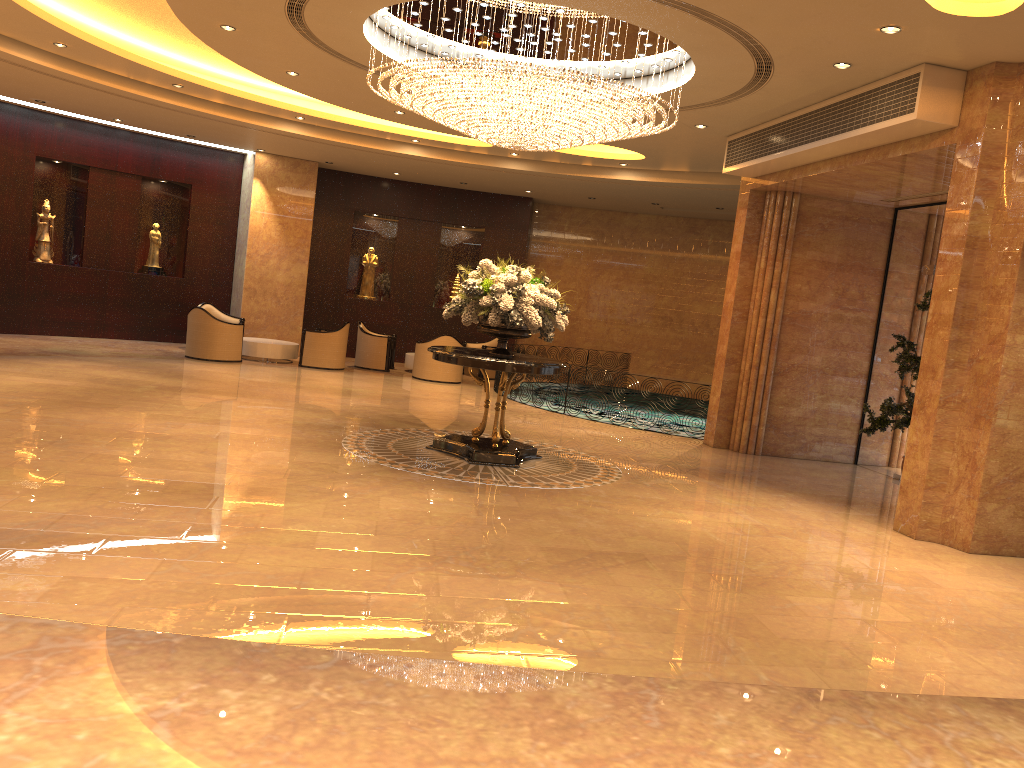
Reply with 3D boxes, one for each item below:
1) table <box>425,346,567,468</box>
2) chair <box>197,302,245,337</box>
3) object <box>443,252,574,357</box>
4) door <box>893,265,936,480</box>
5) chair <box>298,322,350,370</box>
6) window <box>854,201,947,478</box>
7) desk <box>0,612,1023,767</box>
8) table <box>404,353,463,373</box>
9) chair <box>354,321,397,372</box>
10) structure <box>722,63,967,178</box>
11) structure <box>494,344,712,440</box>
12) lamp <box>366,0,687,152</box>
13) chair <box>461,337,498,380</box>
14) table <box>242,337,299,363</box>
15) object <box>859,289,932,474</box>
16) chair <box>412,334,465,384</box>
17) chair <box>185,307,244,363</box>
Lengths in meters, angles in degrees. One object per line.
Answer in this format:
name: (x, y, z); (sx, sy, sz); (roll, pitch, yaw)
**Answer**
table: (-0.218, 0.223, 9.482); (1.493, 1.089, 1.493); (5, 6, -18)
chair: (-5.789, -1.101, 17.299); (0.769, 0.916, 0.951); (11, 7, 38)
object: (-0.067, -0.802, 9.360); (1.277, 0.999, 1.318); (9, 6, 19)
door: (5.275, -0.044, 10.505); (0.195, 2.758, 1.880); (6, 5, -11)
chair: (-3.488, -0.763, 16.702); (0.769, 0.916, 0.951); (7, 5, 4)
window: (5.320, -0.417, 10.471); (0.047, 3.571, 3.515); (6, 5, -11)
desk: (-3.774, 0.420, 2.419); (12.951, 1.155, 3.466); (9, 6, 23)
table: (-1.595, -0.383, 18.143); (1.196, 0.354, 1.196); (9, 6, 16)
chair: (-2.728, -0.765, 17.718); (0.769, 0.916, 0.951); (7, 5, -1)
structure: (3.419, -2.790, 9.842); (0.425, 0.483, 4.113); (6, 5, -11)
structure: (1.570, -0.015, 16.905); (3.815, 0.995, 7.624); (8, 5, 7)
lamp: (0.126, -3.033, 9.165); (3.206, 1.196, 3.204); (10, 6, 25)
chair: (-0.565, -0.597, 18.746); (0.769, 0.916, 0.951); (3, 7, -36)
table: (-4.681, -0.643, 16.883); (1.196, 0.354, 1.196); (8, 6, 15)
object: (4.411, 0.156, 9.399); (1.250, 2.363, 0.843); (4, 6, -31)
chair: (-1.346, -0.511, 16.805); (0.951, 0.916, 0.769); (5, 6, -16)
chair: (-5.324, -0.894, 15.703); (0.951, 0.916, 0.769); (9, 6, 24)
